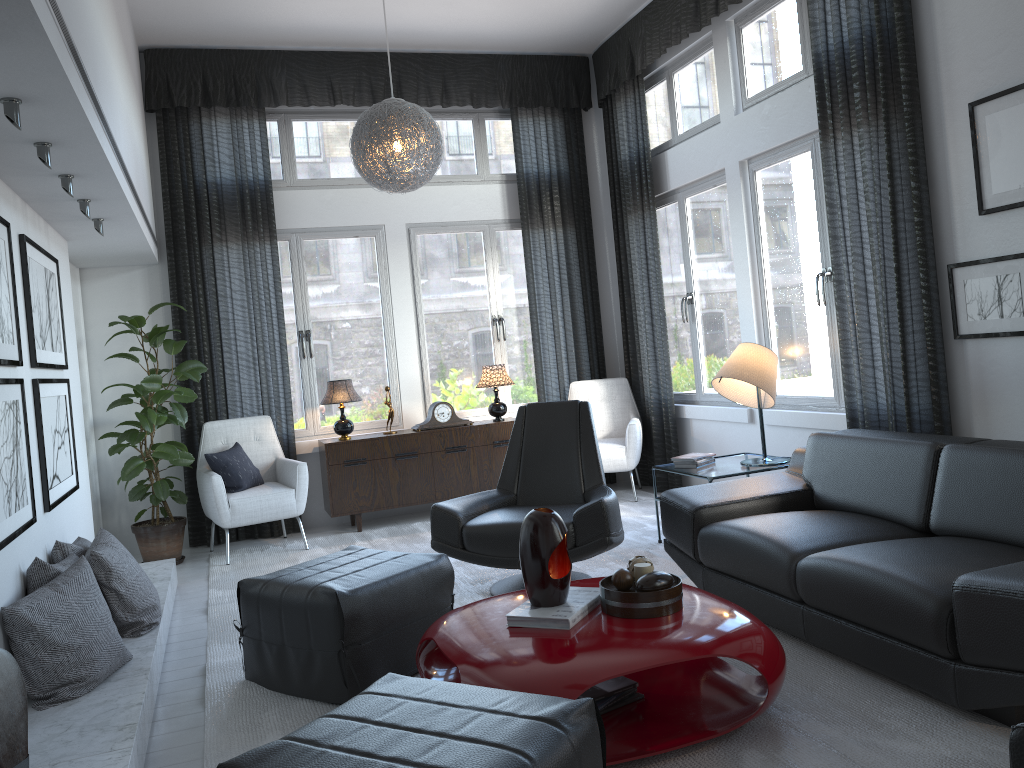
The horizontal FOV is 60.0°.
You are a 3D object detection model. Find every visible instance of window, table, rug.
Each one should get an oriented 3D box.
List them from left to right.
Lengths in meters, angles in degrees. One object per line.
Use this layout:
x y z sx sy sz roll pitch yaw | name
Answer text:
-1.487 -0.768 6.194 1.269 2.323 0.133 -6 0 -19 | window
-0.149 -0.911 6.646 1.269 2.323 0.133 -6 0 -19 | window
0.236 0.816 2.645 0.943 0.300 0.938 -6 2 -19 | table
1.173 -1.012 5.999 0.133 2.323 1.267 -5 0 -18 | window
1.128 0.611 4.520 0.594 0.410 0.593 -6 1 -19 | table
0.725 0.927 2.366 2.958 0.032 7.764 -6 2 -18 | rug
1.623 -1.006 4.655 0.133 2.323 1.267 -5 0 -18 | window

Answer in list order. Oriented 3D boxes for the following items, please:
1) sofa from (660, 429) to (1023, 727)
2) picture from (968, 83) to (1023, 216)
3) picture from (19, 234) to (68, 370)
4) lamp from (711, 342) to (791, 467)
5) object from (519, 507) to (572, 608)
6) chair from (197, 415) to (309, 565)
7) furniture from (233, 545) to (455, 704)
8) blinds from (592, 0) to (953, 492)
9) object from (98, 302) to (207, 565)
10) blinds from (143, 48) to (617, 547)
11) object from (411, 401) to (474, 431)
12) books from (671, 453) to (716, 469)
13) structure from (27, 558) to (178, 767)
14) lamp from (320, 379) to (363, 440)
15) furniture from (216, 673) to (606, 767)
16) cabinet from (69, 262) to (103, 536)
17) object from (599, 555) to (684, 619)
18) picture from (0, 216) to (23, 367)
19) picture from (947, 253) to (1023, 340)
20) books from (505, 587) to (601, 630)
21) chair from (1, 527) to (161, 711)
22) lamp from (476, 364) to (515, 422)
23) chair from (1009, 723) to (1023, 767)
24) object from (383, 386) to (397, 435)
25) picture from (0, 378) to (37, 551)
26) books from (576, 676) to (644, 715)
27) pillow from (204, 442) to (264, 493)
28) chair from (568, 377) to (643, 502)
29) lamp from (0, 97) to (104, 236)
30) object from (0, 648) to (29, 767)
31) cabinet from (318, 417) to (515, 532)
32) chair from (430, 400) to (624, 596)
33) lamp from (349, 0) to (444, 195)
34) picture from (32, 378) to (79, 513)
1.361 0.533 3.056 0.937 0.616 1.903 -6 2 -18 | sofa
2.006 -0.926 3.383 0.020 0.467 0.588 -5 1 -18 | picture
-2.010 -0.326 3.822 0.020 0.523 0.791 -5 1 -18 | picture
1.516 0.279 4.116 0.475 1.015 1.166 -6 1 -44 | lamp
0.097 0.509 2.626 0.151 0.280 0.153 -5 0 21 | object
-1.632 0.630 5.555 0.595 0.823 0.612 -6 1 -29 | chair
-0.596 0.841 3.219 0.613 0.378 0.600 -4 2 35 | furniture
1.272 -0.873 5.290 0.189 3.277 3.209 -5 1 -19 | blinds
-2.132 0.303 5.308 0.934 1.589 0.640 -5 0 27 | object
-0.766 -0.717 6.295 3.216 3.278 0.188 -6 0 -19 | blinds
-0.488 0.211 6.132 0.407 0.180 0.180 -6 1 -19 | object
0.947 0.399 4.619 0.160 0.050 0.215 -4 3 44 | books
-0.848 1.040 1.294 0.394 0.135 7.203 -6 2 -18 | structure
-1.132 0.172 5.905 0.280 0.397 0.281 -5 1 7 | lamp
-0.179 0.857 1.719 0.598 0.378 0.615 -5 2 30 | furniture
-2.609 0.205 5.145 0.192 1.895 1.171 -5 0 -18 | cabinet
0.378 0.591 2.608 0.242 0.133 0.242 -5 2 19 | object
-1.679 -0.321 2.836 0.020 0.523 0.791 -5 1 -18 | picture
1.974 -0.354 3.638 0.020 0.326 0.427 -5 1 -18 | picture
0.139 0.661 2.633 0.201 0.030 0.307 -4 2 26 | books
-1.539 0.780 3.299 0.391 0.431 1.335 -6 2 -18 | chair
-0.112 0.063 6.250 0.280 0.397 0.281 -5 1 7 | lamp
1.309 0.502 1.377 0.803 0.810 0.842 -4 1 44 | chair
-0.843 0.176 6.031 0.097 0.324 0.096 -5 0 -19 | object
-1.628 0.242 2.833 0.020 0.523 0.791 -5 1 -18 | picture
0.247 0.931 2.663 0.272 0.054 0.204 -7 3 -43 | books
-1.724 0.522 5.524 0.252 0.296 0.357 -5 1 8 | pillow
0.629 0.389 6.304 0.593 0.823 0.613 -5 1 11 | chair
-1.270 -0.722 2.162 0.053 0.081 4.250 -6 2 -18 | lamp
-1.151 0.687 1.937 0.175 0.580 0.196 -5 0 -38 | object
-0.582 0.618 6.122 1.400 0.613 0.386 -6 1 -19 | cabinet
0.134 0.512 4.130 0.839 0.810 0.806 -5 1 19 | chair
-0.673 -1.702 4.915 0.513 1.306 0.514 -5 0 -24 | lamp
-1.956 0.237 3.820 0.020 0.523 0.791 -5 1 -18 | picture
